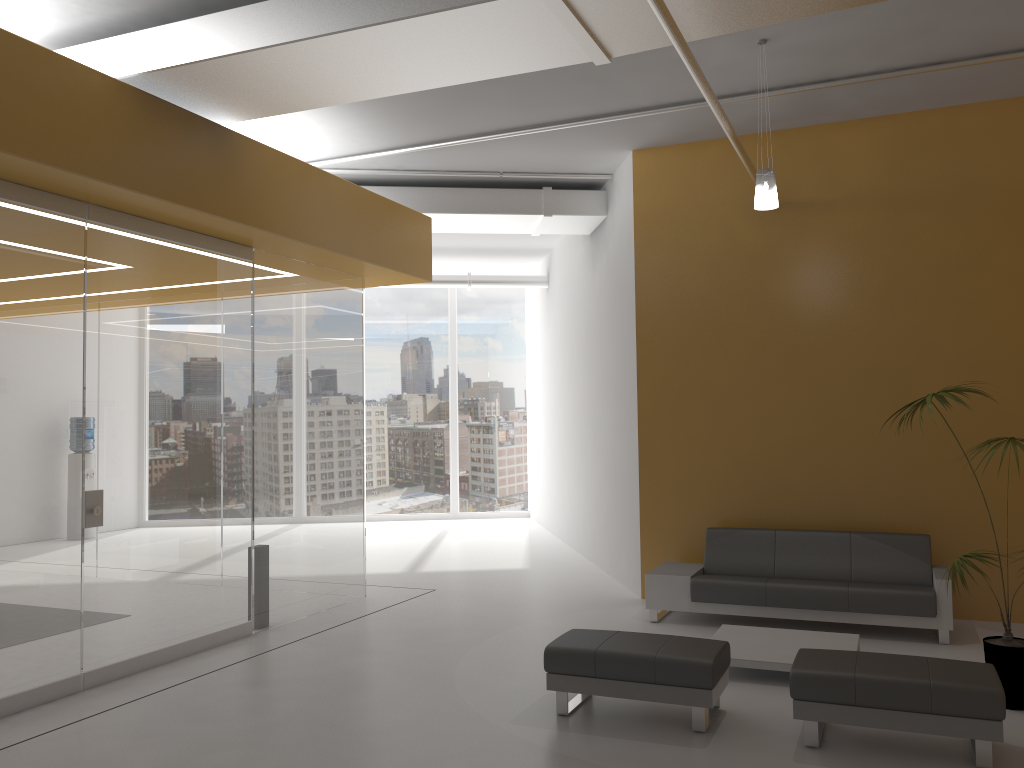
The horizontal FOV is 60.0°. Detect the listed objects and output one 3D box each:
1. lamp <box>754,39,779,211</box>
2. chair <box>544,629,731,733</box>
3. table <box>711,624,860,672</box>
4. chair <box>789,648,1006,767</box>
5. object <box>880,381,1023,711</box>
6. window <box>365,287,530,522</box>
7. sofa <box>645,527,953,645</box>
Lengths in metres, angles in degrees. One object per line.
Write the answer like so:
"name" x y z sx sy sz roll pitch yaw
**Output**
"lamp" 1.831 -1.888 6.440 0.174 1.227 0.174 1 -3 -25
"chair" 0.758 1.753 5.321 1.012 0.423 0.575 -2 -3 23
"table" 1.911 1.921 6.285 1.000 0.150 1.000 -2 -3 23
"chair" 2.042 1.708 4.746 1.012 0.423 0.575 -2 -3 23
"object" 2.904 0.961 5.418 0.912 1.956 1.222 1 -3 -26
"window" -2.515 0.301 16.571 8.533 4.498 0.100 0 -3 -7
"sofa" 2.407 1.671 7.590 2.400 0.761 0.860 -2 -3 23
